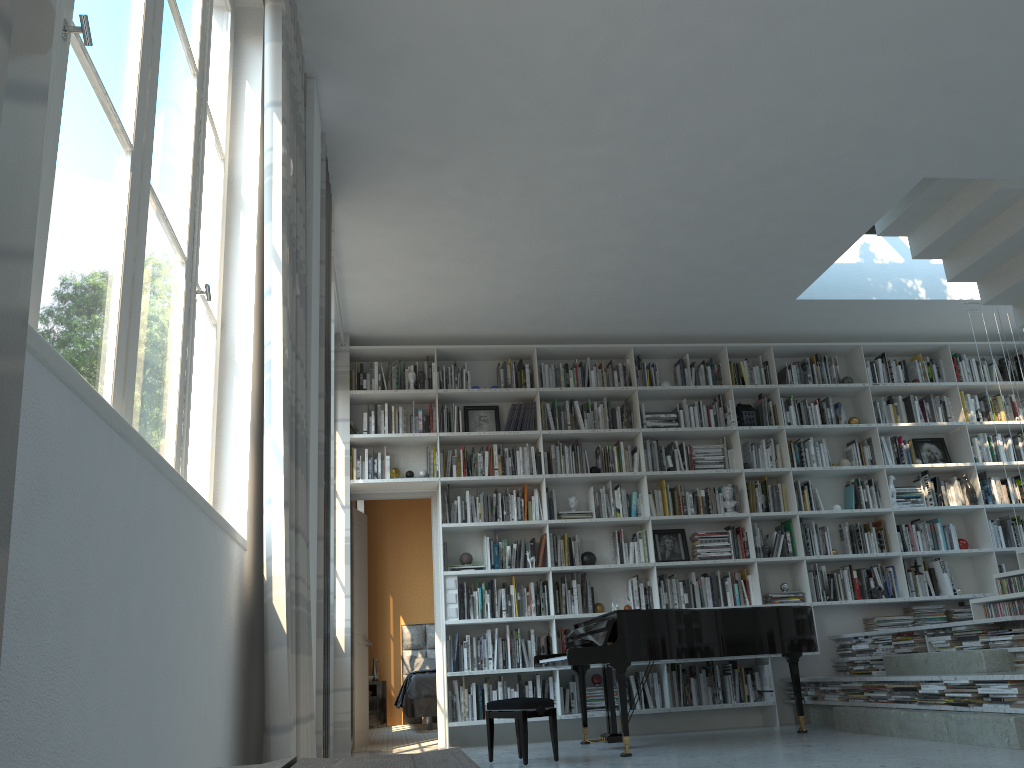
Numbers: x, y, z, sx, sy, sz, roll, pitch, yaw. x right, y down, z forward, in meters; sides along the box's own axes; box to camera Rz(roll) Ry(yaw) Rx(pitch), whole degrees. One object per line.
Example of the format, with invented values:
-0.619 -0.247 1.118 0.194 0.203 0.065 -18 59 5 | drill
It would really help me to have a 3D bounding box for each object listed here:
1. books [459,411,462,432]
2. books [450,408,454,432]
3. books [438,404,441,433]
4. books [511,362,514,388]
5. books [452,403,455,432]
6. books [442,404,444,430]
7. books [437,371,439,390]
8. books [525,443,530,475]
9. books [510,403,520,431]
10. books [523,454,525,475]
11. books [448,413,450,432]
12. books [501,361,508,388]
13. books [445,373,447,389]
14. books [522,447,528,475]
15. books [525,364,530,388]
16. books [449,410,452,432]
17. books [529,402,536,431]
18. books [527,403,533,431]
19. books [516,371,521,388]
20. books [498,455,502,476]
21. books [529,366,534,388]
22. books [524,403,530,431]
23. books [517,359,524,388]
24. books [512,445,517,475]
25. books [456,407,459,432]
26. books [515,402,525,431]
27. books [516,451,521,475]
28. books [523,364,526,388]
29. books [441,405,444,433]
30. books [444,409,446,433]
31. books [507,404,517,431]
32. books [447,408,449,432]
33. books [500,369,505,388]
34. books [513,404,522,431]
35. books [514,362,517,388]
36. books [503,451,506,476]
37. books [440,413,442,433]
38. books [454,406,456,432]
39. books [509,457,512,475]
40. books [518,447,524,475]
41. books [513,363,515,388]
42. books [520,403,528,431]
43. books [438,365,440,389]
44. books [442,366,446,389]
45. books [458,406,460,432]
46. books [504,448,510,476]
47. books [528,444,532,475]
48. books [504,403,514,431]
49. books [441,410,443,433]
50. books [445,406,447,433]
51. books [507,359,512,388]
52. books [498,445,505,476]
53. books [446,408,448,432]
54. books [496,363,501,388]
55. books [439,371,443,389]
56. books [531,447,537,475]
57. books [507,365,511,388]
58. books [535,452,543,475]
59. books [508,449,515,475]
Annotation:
-0.433 0.350 7.363 0.012 0.213 0.186 -1 -18 -8 | books
-0.501 0.340 7.369 0.019 0.243 0.154 -1 -18 -8 | books
-0.604 0.322 7.363 0.006 0.286 0.149 -1 -18 -8 | books
-0.005 -0.030 7.569 0.013 0.282 0.167 -1 -18 -8 | books
-0.490 0.322 7.374 0.005 0.280 0.191 -1 -18 -8 | books
-0.573 0.322 7.374 0.006 0.288 0.144 -1 -18 -8 | books
-0.626 0.014 7.465 0.017 0.203 0.143 -1 -18 -8 | books
0.124 0.653 7.337 0.012 0.290 0.183 -1 -18 -8 | books
0.010 0.319 7.446 0.110 0.278 0.175 -1 -18 -8 | books
0.087 0.700 7.338 0.013 0.205 0.173 -1 -18 -8 | books
-0.529 0.362 7.384 0.012 0.214 0.132 -1 -18 -8 | books
-0.063 -0.031 7.550 0.024 0.278 0.188 -1 -18 -8 | books
-0.560 0.022 7.484 0.017 0.193 0.129 -1 -18 -8 | books
0.103 0.674 7.358 0.024 0.265 0.155 -1 -18 -8 | books
0.125 -0.020 7.576 0.031 0.253 0.179 -1 -18 -8 | books
-0.510 0.348 7.353 0.018 0.218 0.187 -1 -18 -8 | books
0.161 0.313 7.473 0.078 0.284 0.175 -1 -18 -8 | books
0.137 0.317 7.483 0.078 0.284 0.175 -1 -18 -8 | books
0.052 0.011 7.556 0.027 0.189 0.178 -1 -18 -8 | books
-0.110 0.700 7.286 0.029 0.194 0.192 -1 -18 -8 | books
0.158 -0.015 7.595 0.039 0.251 0.147 -1 -18 -8 | books
0.114 0.319 7.484 0.078 0.284 0.175 -1 -18 -8 | books
0.075 -0.043 7.566 0.025 0.296 0.164 -1 -18 -8 | books
0.021 0.663 7.333 0.012 0.280 0.189 -1 -18 -8 | books
-0.458 0.336 7.374 0.011 0.249 0.168 -1 -18 -8 | books
0.062 0.315 7.452 0.097 0.281 0.175 -1 -18 -8 | books
0.044 0.685 7.324 0.030 0.230 0.173 -1 -18 -8 | books
0.097 -0.019 7.586 0.022 0.259 0.152 -1 -18 -8 | books
-0.578 0.327 7.369 0.005 0.276 0.147 -1 -18 -8 | books
-0.563 0.346 7.351 0.009 0.228 0.185 -1 -18 -8 | books
-0.015 0.325 7.459 0.110 0.278 0.175 -1 -18 -8 | books
-0.533 0.334 7.349 0.004 0.245 0.189 -1 -18 -8 | books
-0.088 0.000 7.542 0.028 0.217 0.153 -1 -18 -8 | books
0.030 0.324 7.466 0.110 0.278 0.175 -1 -18 -8 | books
0.019 -0.030 7.560 0.011 0.273 0.184 -1 -18 -8 | books
-0.067 0.687 7.313 0.013 0.231 0.172 -1 -18 -8 | books
-0.591 0.362 7.356 0.015 0.206 0.173 -1 -18 -8 | books
-0.474 0.329 7.364 0.023 0.257 0.184 -1 -18 -8 | books
-0.022 0.712 7.324 0.022 0.185 0.137 -1 -18 -8 | books
0.069 0.669 7.332 0.022 0.262 0.175 -1 -18 -8 | books
0.009 -0.025 7.556 0.010 0.262 0.157 -1 -18 -8 | books
0.092 0.318 7.476 0.078 0.284 0.175 -1 -18 -8 | books
-0.617 -0.010 7.480 0.007 0.258 0.157 -1 -18 -8 | books
-0.574 -0.009 7.477 0.012 0.248 0.180 -1 -18 -8 | books
-0.447 0.333 7.375 0.012 0.254 0.167 -1 -18 -8 | books
-0.049 0.678 7.334 0.029 0.260 0.158 -1 -18 -8 | books
0.139 0.657 7.351 0.022 0.288 0.170 -1 -18 -8 | books
-0.037 0.322 7.448 0.110 0.278 0.175 -1 -18 -8 | books
-0.582 0.346 7.363 0.005 0.237 0.154 -1 -18 -8 | books
-0.551 0.332 7.361 0.009 0.259 0.184 -1 -18 -8 | books
-0.021 -0.043 7.587 0.014 0.319 0.137 -1 -18 -8 | books
-0.089 0.665 7.329 0.025 0.285 0.162 -1 -18 -8 | books
-0.543 0.340 7.369 0.010 0.248 0.166 -1 -18 -8 | books
-0.111 -0.024 7.559 0.013 0.277 0.151 -1 -18 -8 | books
-0.596 0.012 7.475 0.032 0.209 0.159 -1 -18 -8 | books
0.168 0.668 7.349 0.035 0.263 0.178 -1 -18 -8 | books
-0.036 -0.017 7.548 0.028 0.248 0.156 -1 -18 -8 | books
0.210 0.689 7.321 0.039 0.201 0.237 -1 -18 -8 | books
-0.003 0.678 7.343 0.035 0.259 0.131 -1 -18 -8 | books
